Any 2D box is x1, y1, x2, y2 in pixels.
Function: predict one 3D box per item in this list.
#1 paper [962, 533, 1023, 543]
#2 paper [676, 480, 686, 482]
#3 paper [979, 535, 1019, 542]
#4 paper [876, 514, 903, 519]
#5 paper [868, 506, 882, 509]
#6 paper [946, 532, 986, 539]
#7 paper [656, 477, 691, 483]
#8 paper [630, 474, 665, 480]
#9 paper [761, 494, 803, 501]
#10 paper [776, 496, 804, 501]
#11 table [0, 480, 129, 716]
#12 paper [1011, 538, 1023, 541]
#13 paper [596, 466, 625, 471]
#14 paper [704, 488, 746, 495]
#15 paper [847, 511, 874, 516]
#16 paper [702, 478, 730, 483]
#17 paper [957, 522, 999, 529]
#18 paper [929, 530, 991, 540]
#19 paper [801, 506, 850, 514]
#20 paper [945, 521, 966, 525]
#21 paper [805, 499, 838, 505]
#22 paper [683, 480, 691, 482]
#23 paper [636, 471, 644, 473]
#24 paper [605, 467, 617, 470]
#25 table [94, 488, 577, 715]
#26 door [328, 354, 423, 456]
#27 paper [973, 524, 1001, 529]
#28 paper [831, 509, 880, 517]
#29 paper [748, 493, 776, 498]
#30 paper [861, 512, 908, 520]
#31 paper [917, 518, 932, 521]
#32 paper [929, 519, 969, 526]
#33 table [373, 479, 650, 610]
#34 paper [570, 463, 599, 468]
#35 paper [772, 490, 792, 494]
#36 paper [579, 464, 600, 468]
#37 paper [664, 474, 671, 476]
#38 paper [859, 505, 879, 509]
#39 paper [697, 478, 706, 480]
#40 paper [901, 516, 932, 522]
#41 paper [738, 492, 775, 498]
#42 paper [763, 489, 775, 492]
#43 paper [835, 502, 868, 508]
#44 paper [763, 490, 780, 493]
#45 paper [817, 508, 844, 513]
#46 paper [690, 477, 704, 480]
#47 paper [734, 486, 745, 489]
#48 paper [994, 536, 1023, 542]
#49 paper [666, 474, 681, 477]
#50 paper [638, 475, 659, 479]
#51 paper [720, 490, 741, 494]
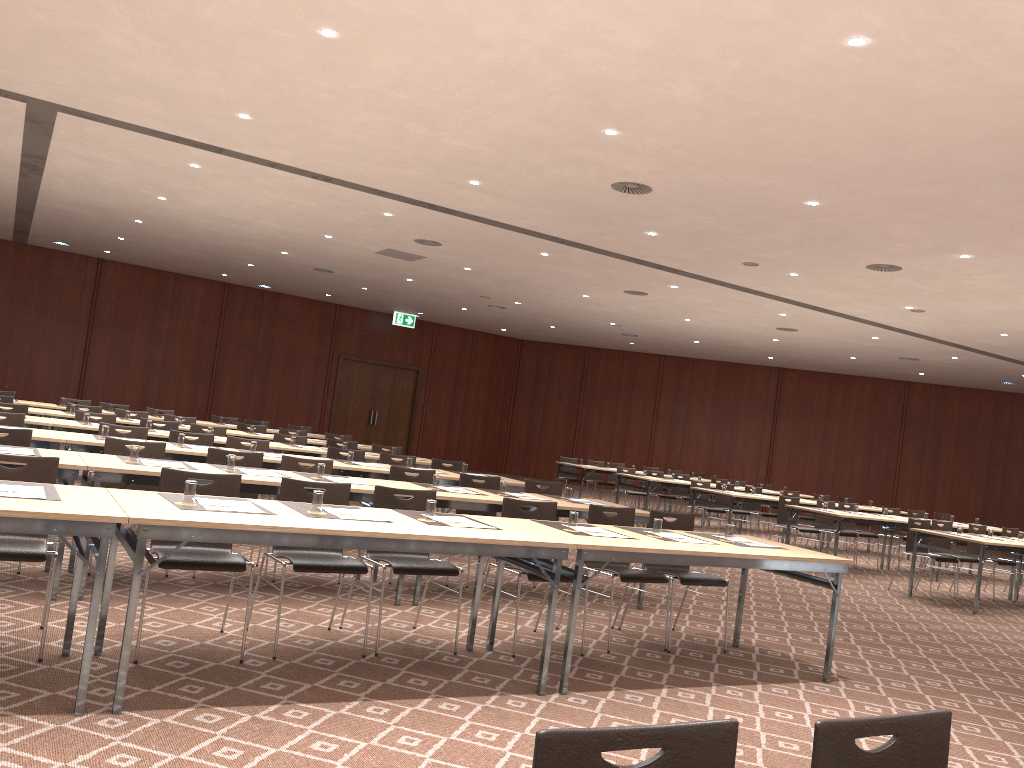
[{"bbox_3d":[6.002,1.927,11.130,0.460,0.003,0.565,9,-3,-30],"label":"paper"},{"bbox_3d":[3.090,1.778,16.309,0.284,0.006,0.398,9,-3,-31],"label":"paper"},{"bbox_3d":[6.086,1.933,11.104,0.284,0.006,0.398,9,-3,-30],"label":"paper"},{"bbox_3d":[5.625,1.968,13.146,0.284,0.006,0.398,9,-3,-31],"label":"paper"},{"bbox_3d":[6.579,2.234,16.028,0.284,0.006,0.398,9,-3,-31],"label":"paper"},{"bbox_3d":[5.529,1.842,10.772,0.284,0.006,0.398,9,-3,-30],"label":"paper"},{"bbox_3d":[2.988,1.770,16.348,0.460,0.003,0.565,9,-3,-31],"label":"paper"},{"bbox_3d":[2.480,1.685,16.009,0.460,0.003,0.565,9,-3,-32],"label":"paper"},{"bbox_3d":[4.563,1.914,14.927,0.460,0.003,0.565,9,-3,-31],"label":"paper"},{"bbox_3d":[4.649,1.920,14.885,0.284,0.006,0.398,9,-3,-30],"label":"paper"},{"bbox_3d":[-2.853,0.795,3.509,2.269,0.832,0.953,9,-3,-30],"label":"table"},{"bbox_3d":[6.646,2.025,11.457,0.284,0.006,0.398,9,-3,-32],"label":"paper"},{"bbox_3d":[1.989,1.718,18.076,0.460,0.003,0.565,9,-3,-27],"label":"paper"},{"bbox_3d":[3.434,1.730,14.256,0.460,0.003,0.565,9,-3,-28],"label":"paper"},{"bbox_3d":[5.080,1.881,12.853,0.284,0.006,0.398,9,-3,-31],"label":"paper"},{"bbox_3d":[4.500,2.123,19.498,0.460,0.003,0.565,9,-3,-29],"label":"paper"},{"bbox_3d":[7.504,2.282,14.333,0.460,0.003,0.565,9,-3,-30],"label":"paper"},{"bbox_3d":[5.439,1.836,10.812,0.460,0.003,0.565,9,-3,-30],"label":"paper"},{"bbox_3d":[4.444,1.785,12.557,0.460,0.003,0.565,9,-3,-30],"label":"paper"},{"bbox_3d":[7.030,2.196,13.958,0.284,0.006,0.398,9,-3,-28],"label":"paper"},{"bbox_3d":[5.405,2.050,15.394,0.460,0.003,0.565,9,-3,-30],"label":"paper"},{"bbox_3d":[3.568,1.862,16.641,0.460,0.003,0.565,9,-3,-27],"label":"paper"},{"bbox_3d":[2.638,1.815,18.362,0.284,0.006,0.398,9,-3,-27],"label":"paper"},{"bbox_3d":[2.073,1.723,18.035,0.284,0.006,0.398,9,-3,-32],"label":"paper"},{"bbox_3d":[-0.910,1.110,4.642,2.269,0.832,0.953,9,-3,-30],"label":"table"},{"bbox_3d":[-3.740,0.712,24.077,2.424,2.698,0.200,9,-3,-30],"label":"door"},{"bbox_3d":[7.597,2.288,14.277,0.284,0.006,0.398,9,-3,-30],"label":"paper"},{"bbox_3d":[5.003,1.876,12.883,0.460,0.003,0.565,9,-3,-30],"label":"paper"},{"bbox_3d":[4.087,1.829,14.568,0.284,0.006,0.398,9,-3,-29],"label":"paper"},{"bbox_3d":[5.583,1.969,13.193,0.460,0.003,0.565,9,-3,-28],"label":"paper"},{"bbox_3d":[6.468,2.106,13.656,0.284,0.006,0.398,9,-3,-30],"label":"paper"},{"bbox_3d":[6.960,2.192,13.982,0.460,0.003,0.565,9,-3,-26],"label":"paper"},{"bbox_3d":[0.035,1.374,7.507,2.269,0.832,0.953,9,-3,-30],"label":"table"},{"bbox_3d":[1.478,1.633,17.743,0.460,0.003,0.565,9,-3,-32],"label":"paper"},{"bbox_3d":[5.512,2.179,17.821,0.460,0.003,0.565,9,-3,-31],"label":"paper"},{"bbox_3d":[1.529,1.633,17.694,0.284,0.006,0.398,9,-3,-29],"label":"paper"},{"bbox_3d":[3.372,1.941,18.868,0.460,0.003,0.565,9,-3,-28],"label":"paper"},{"bbox_3d":[6.527,2.234,16.086,0.460,0.003,0.565,9,-3,-32],"label":"paper"},{"bbox_3d":[4.034,2.041,19.166,0.284,0.006,0.398,9,-3,-33],"label":"paper"},{"bbox_3d":[6.372,2.099,13.687,0.460,0.003,0.565,9,-3,-31],"label":"paper"},{"bbox_3d":[4.020,1.825,14.594,0.460,0.003,0.565,9,-3,-33],"label":"paper"},{"bbox_3d":[5.027,2.091,17.423,0.284,0.006,0.398,9,-3,-29],"label":"paper"},{"bbox_3d":[5.955,2.140,15.744,0.460,0.003,0.565,9,-3,-29],"label":"paper"},{"bbox_3d":[4.976,2.091,17.471,0.460,0.003,0.565,9,-3,-30],"label":"paper"},{"bbox_3d":[4.511,1.789,12.522,0.284,0.006,0.398,9,-3,-31],"label":"paper"},{"bbox_3d":[3.953,2.035,19.185,0.460,0.003,0.565,9,-3,-29],"label":"paper"},{"bbox_3d":[4.407,1.998,17.143,0.460,0.003,0.565,9,-3,-29],"label":"paper"},{"bbox_3d":[6.586,2.022,11.465,0.460,0.003,0.565,9,-3,-29],"label":"paper"},{"bbox_3d":[3.469,1.948,18.816,0.284,0.006,0.398,9,-3,-30],"label":"paper"},{"bbox_3d":[2.504,1.683,15.976,0.284,0.006,0.398,9,-3,-27],"label":"paper"},{"bbox_3d":[3.529,1.739,14.262,0.284,0.006,0.398,9,-3,-29],"label":"paper"}]
